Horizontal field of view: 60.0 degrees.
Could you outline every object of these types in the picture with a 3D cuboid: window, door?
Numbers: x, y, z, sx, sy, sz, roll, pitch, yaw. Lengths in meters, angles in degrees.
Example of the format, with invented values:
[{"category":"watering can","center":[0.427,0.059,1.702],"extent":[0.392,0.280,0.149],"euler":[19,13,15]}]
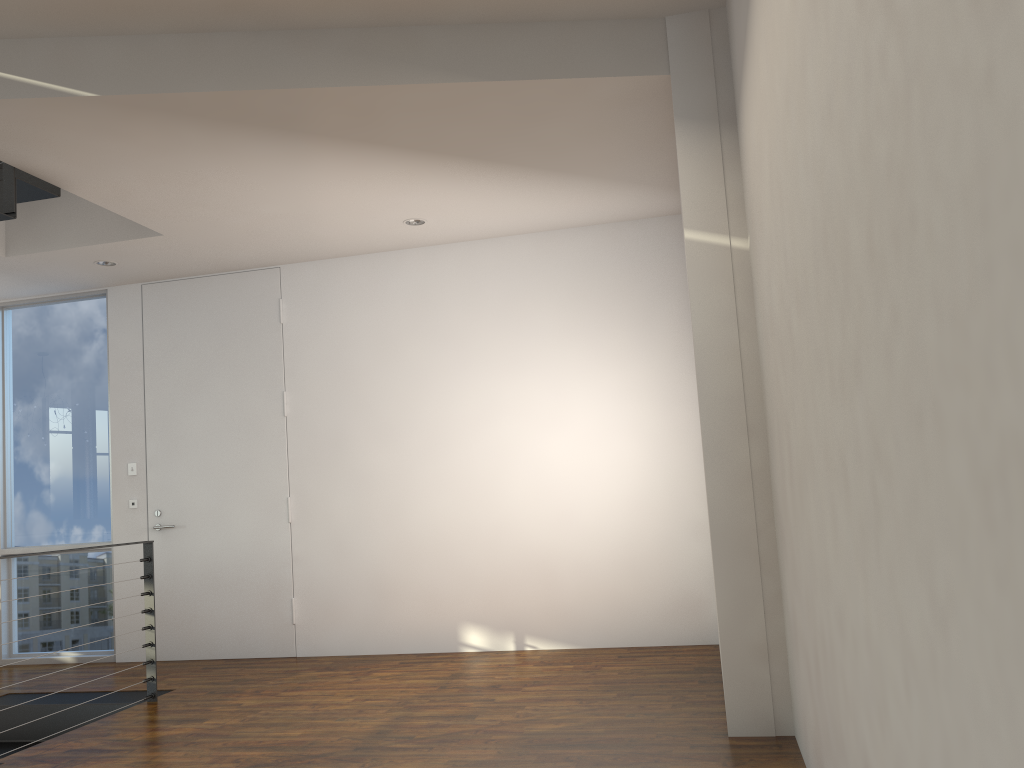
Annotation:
[{"category":"window","center":[-2.717,0.563,5.347],"extent":[0.836,2.206,0.115],"euler":[-5,-6,12]},{"category":"door","center":[-1.693,0.453,5.037],"extent":[0.882,2.180,0.077],"euler":[-5,-6,12]}]

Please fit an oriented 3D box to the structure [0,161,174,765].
[{"category":"structure","center":[-2.502,0.804,2.398],"extent":[1.094,6.281,4.371],"euler":[-5,-6,12]}]
